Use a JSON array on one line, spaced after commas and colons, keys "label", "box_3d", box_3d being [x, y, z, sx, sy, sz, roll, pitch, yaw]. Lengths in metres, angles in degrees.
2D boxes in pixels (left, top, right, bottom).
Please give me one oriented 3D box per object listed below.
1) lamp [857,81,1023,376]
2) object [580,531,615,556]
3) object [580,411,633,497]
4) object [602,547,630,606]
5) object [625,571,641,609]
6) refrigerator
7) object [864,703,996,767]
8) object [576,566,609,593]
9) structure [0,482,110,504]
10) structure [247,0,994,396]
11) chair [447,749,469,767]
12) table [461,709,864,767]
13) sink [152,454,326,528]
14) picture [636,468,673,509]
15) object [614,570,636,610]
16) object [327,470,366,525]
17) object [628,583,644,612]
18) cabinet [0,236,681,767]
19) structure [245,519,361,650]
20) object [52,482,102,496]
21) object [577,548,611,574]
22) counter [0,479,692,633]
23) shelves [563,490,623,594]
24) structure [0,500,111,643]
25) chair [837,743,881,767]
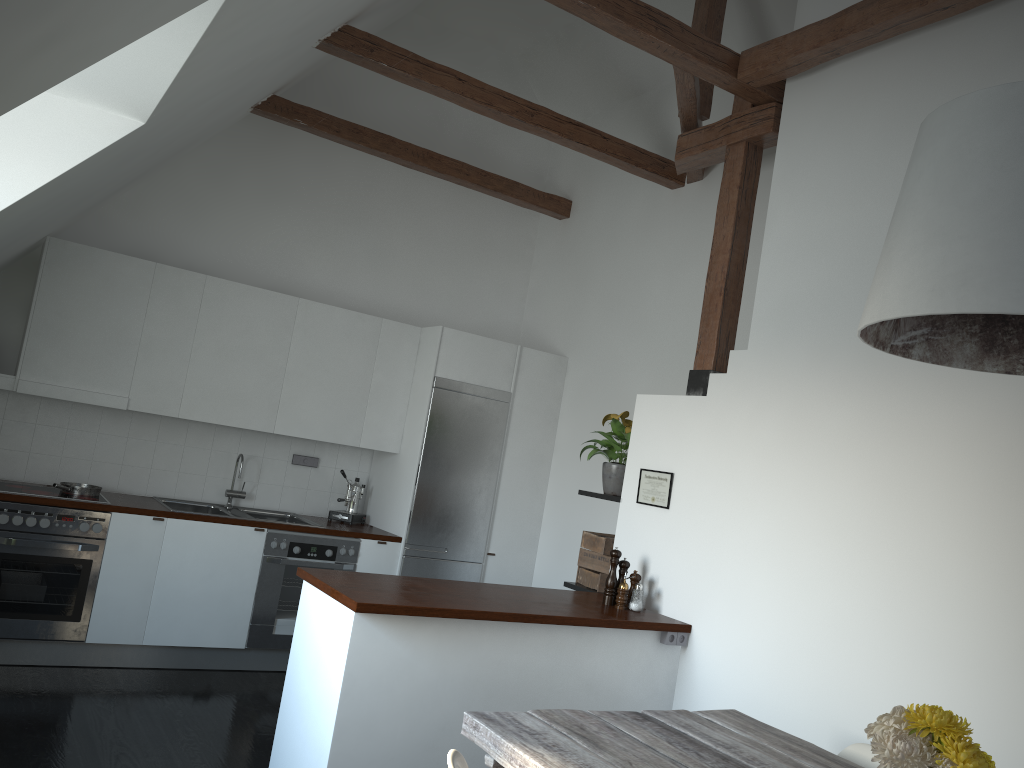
[{"label": "lamp", "box_3d": [1.378, -1.453, 2.124, 0.697, 2.813, 0.757, 8, -5, 19]}, {"label": "object", "box_3d": [0.604, 0.917, 5.039, 0.329, 0.101, 0.287, 11, -5, -20]}, {"label": "object", "box_3d": [0.647, 0.406, 5.117, 0.493, 0.486, 0.506, 10, -5, -11]}, {"label": "object", "box_3d": [0.521, 0.949, 4.378, 0.123, 0.283, 0.061, 13, -6, -30]}, {"label": "object", "box_3d": [0.598, 1.010, 4.359, 0.058, 0.184, 0.058, 13, -6, -34]}, {"label": "refrigerator", "box_3d": [-0.421, 0.921, 6.077, 0.609, 1.868, 0.031, 13, -6, -30]}, {"label": "object", "box_3d": [0.890, 0.875, 1.891, 0.293, 0.365, 0.233, 7, -6, 30]}, {"label": "object", "box_3d": [0.574, 1.114, 5.011, 0.329, 0.101, 0.287, 11, -5, -20]}, {"label": "structure", "box_3d": [-2.661, 0.643, 5.121, 0.574, 0.041, 0.504, 13, -6, -30]}, {"label": "structure", "box_3d": [5.085, -1.383, 0.577, 10.230, 3.562, 15.910, 12, -6, -25]}, {"label": "chair", "box_3d": [0.047, 1.330, 2.093, 0.542, 0.801, 0.465, 10, -5, -5]}, {"label": "table", "box_3d": [0.877, 1.452, 1.831, 1.141, 0.788, 2.421, 13, -6, -30]}, {"label": "sink", "box_3d": [-1.753, 0.724, 5.751, 0.963, 0.519, 0.671, 13, -6, -30]}, {"label": "picture", "box_3d": [0.729, 0.533, 4.527, 0.023, 0.182, 0.250, 13, -6, -30]}, {"label": "object", "box_3d": [0.546, 0.992, 4.297, 0.058, 0.192, 0.080, 5, -7, 43]}, {"label": "object", "box_3d": [-1.157, 0.795, 6.271, 0.206, 0.370, 0.353, 8, -5, 16]}, {"label": "object", "box_3d": [0.606, 1.030, 4.283, 0.069, 0.135, 0.069, 6, -6, 34]}, {"label": "cabinet", "box_3d": [-0.975, 0.621, 4.869, 4.208, 2.369, 3.033, 13, -6, -30]}, {"label": "structure", "box_3d": [-1.426, 1.305, 5.783, 0.612, 0.725, 0.582, 13, -6, -30]}, {"label": "object", "box_3d": [-2.607, 0.612, 5.249, 0.232, 0.061, 0.351, 6, -6, 33]}, {"label": "object", "box_3d": [0.591, 1.017, 5.019, 0.287, 0.101, 0.329, 13, -6, -35]}, {"label": "counter", "box_3d": [-1.371, 0.816, 4.606, 3.365, 0.038, 3.085, 13, -6, -30]}, {"label": "shelves", "box_3d": [0.719, 0.941, 5.057, 0.660, 0.553, 0.408, 13, -6, -30]}, {"label": "structure", "box_3d": [-2.730, 1.029, 5.100, 0.583, 0.725, 0.749, 13, -6, -30]}, {"label": "chair", "box_3d": [0.928, 1.534, 2.713, 0.542, 0.801, 0.465, 12, -6, -29]}]
